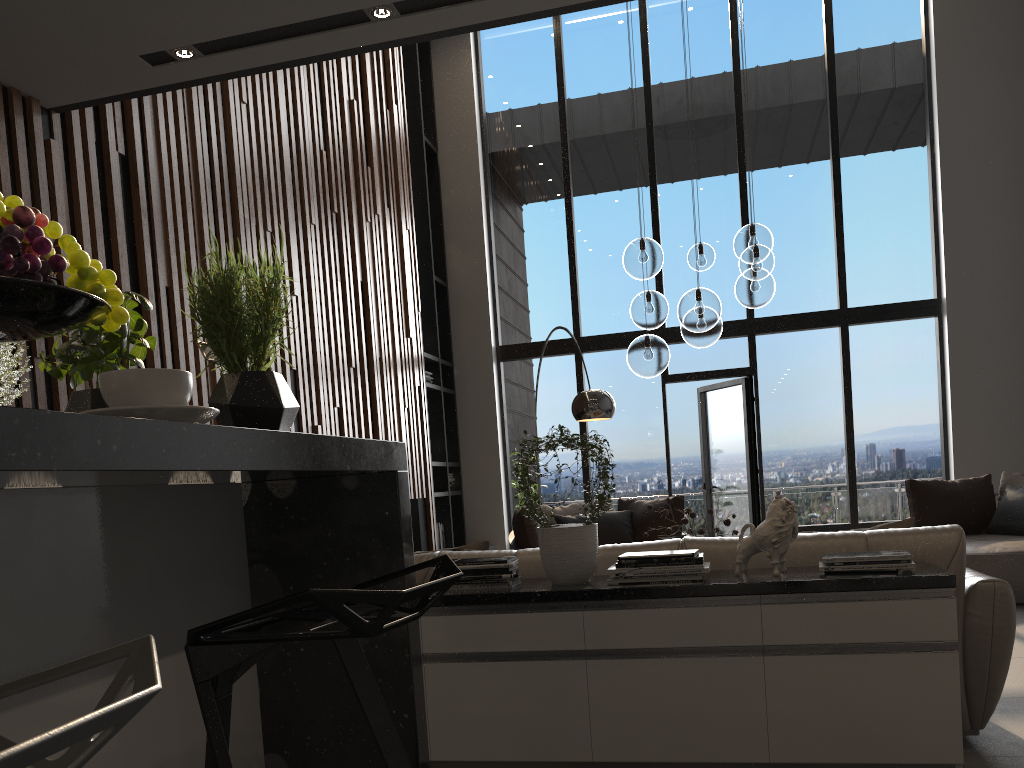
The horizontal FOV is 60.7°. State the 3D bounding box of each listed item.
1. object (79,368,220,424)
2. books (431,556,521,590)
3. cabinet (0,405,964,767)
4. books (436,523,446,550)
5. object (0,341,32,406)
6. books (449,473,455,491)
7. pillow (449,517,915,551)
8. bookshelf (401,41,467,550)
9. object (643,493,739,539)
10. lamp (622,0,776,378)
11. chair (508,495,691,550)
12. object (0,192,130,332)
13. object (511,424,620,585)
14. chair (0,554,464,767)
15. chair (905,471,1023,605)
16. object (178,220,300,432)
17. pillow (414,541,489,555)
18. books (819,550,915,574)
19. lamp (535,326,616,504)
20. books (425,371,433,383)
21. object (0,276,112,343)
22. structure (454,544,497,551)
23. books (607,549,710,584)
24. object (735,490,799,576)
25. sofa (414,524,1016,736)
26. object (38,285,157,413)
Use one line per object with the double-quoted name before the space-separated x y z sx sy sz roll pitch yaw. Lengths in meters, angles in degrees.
"object" -0.421 0.024 1.015 0.154 0.070 0.156 -2 -5 -18
"books" -0.123 0.694 3.202 0.326 0.099 0.205 -5 -5 13
"cabinet" -1.095 -0.437 0.418 3.629 3.245 6.207 -5 -5 13
"books" -0.787 1.506 8.556 0.175 0.288 0.332 -4 -3 13
"object" -0.961 0.014 1.529 0.222 0.285 0.210 -4 -1 26
"books" -0.738 1.007 8.923 0.218 0.190 0.374 -5 -5 13
"pillow" 0.637 0.858 3.715 1.945 0.501 0.542 -5 -3 13
"bookshelf" -0.987 -1.017 8.363 0.339 5.334 1.447 -3 2 13
"object" 1.034 0.937 5.159 0.540 0.605 0.317 -4 1 -16
"lamp" 0.950 -2.533 4.964 1.234 5.015 1.222 -4 2 10
"chair" 0.700 1.380 7.040 1.491 0.901 1.439 -7 -5 40
"object" -0.723 -0.170 1.101 0.348 0.215 0.319 -5 -4 10
"object" 0.193 0.428 3.124 0.384 0.578 0.215 -4 2 -6
"chair" -0.396 0.538 0.457 0.435 0.736 1.730 -4 -5 13
"chair" 3.706 1.120 6.601 1.451 0.901 1.478 -6 -5 30
"object" -0.438 -0.079 1.407 0.185 0.370 0.197 -4 1 -32
"pillow" -0.686 1.005 4.140 1.394 0.548 0.758 -9 -6 43
"books" 1.172 0.592 2.907 0.295 0.054 0.183 -6 -6 17
"lamp" 0.467 0.698 7.208 0.319 2.339 2.038 -4 -1 -11
"books" -0.906 -0.047 8.426 0.219 0.128 0.323 -5 -5 13
"object" -0.703 -0.004 1.116 0.366 0.188 0.370 -2 -5 -23
"structure" -1.216 1.614 6.004 0.669 0.458 6.539 -5 -7 13
"books" 0.511 0.637 3.047 0.349 0.100 0.194 -5 -5 13
"object" 0.865 0.509 2.980 0.208 0.291 0.135 -4 1 32
"sofa" 0.393 1.121 4.280 3.252 0.820 1.878 -5 -5 13
"object" -0.685 -0.024 1.488 0.179 0.313 0.171 -4 1 24
